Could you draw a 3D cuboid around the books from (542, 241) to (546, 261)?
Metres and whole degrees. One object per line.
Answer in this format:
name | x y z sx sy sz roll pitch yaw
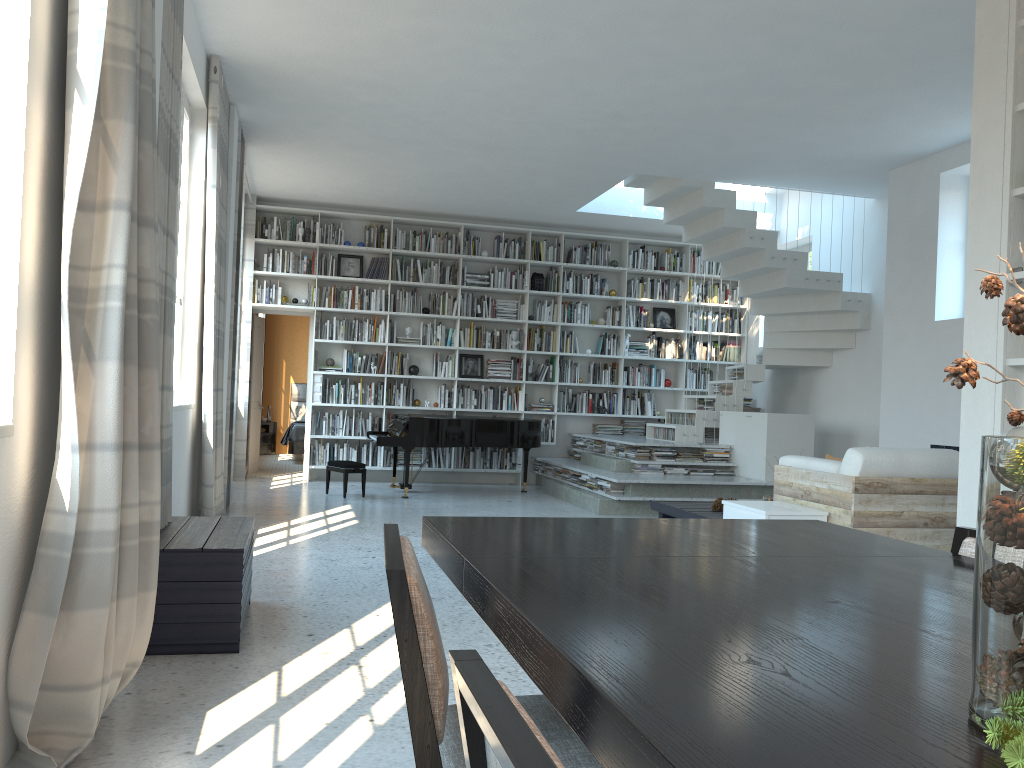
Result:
books | 0.383 -1.631 11.043 0.030 0.274 0.151 2 -1 -14

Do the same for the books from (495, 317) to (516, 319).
books | -0.090 -0.811 10.925 0.254 0.012 0.161 3 -1 -11

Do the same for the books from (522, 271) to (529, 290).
books | 0.154 -1.257 10.913 0.037 0.237 0.272 2 -1 -14

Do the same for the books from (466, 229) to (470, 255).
books | -0.544 -1.706 10.819 0.014 0.341 0.145 2 -1 -14

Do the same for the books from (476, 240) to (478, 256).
books | -0.444 -1.641 10.832 0.016 0.219 0.144 2 -1 -14

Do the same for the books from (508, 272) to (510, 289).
books | -0.057 -1.258 10.916 0.023 0.223 0.190 2 -1 -14

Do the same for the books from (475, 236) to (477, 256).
books | -0.458 -1.664 10.833 0.013 0.264 0.147 2 -1 -14

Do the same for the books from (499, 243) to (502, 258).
books | -0.157 -1.622 10.915 0.031 0.208 0.146 2 -1 -14

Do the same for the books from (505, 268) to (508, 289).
books | -0.081 -1.282 10.919 0.023 0.269 0.185 2 -1 -14

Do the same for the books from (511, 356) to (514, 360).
books | 0.003 -0.189 10.971 0.011 0.299 0.130 2 -1 -14

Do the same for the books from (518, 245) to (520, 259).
books | 0.074 -1.610 10.974 0.014 0.204 0.135 2 -1 -14

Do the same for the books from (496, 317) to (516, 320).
books | -0.090 -0.799 10.923 0.254 0.012 0.161 3 -1 -18

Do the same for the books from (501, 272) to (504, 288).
books | -0.135 -1.259 10.907 0.028 0.219 0.183 2 -1 -14

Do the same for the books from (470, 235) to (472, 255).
books | -0.508 -1.667 10.807 0.011 0.265 0.163 2 -1 -14

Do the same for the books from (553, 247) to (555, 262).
books | 0.494 -1.590 11.067 0.025 0.203 0.162 2 -1 -14

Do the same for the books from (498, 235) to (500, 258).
books | -0.172 -1.667 10.899 0.011 0.296 0.157 2 -1 -14

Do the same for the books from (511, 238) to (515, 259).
books | 0.011 -1.646 10.926 0.010 0.270 0.180 2 -1 -14

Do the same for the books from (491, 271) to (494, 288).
books | -0.245 -1.266 10.905 0.024 0.223 0.128 2 -1 -14

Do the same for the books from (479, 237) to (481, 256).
books | -0.404 -1.658 10.842 0.011 0.256 0.143 2 -1 -14

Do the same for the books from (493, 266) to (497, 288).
books | -0.217 -1.296 10.870 0.011 0.284 0.190 2 -1 -14

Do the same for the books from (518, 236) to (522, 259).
books | 0.090 -1.661 10.971 0.012 0.308 0.138 2 -1 -14

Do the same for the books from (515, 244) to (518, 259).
books | 0.039 -1.611 10.926 0.023 0.202 0.193 2 -1 -14

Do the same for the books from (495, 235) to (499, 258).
books | -0.192 -1.666 10.886 0.014 0.292 0.176 2 -1 -14

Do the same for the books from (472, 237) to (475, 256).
books | -0.472 -1.657 10.836 0.014 0.248 0.139 2 -1 -14

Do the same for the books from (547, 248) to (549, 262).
books | 0.421 -1.582 11.032 0.022 0.180 0.173 2 -1 -14

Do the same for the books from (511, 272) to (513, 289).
books | -0.021 -1.260 10.931 0.012 0.230 0.158 2 -1 -14

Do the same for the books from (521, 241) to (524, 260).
books | 0.110 -1.628 10.968 0.028 0.244 0.161 2 -1 -14

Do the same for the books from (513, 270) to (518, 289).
books | 0.030 -1.267 10.938 0.032 0.248 0.173 2 -1 -14

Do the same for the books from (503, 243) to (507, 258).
books | -0.104 -1.622 10.910 0.050 0.211 0.173 2 -1 -14

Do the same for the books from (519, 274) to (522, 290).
books | 0.086 -1.241 10.954 0.029 0.202 0.191 2 -1 -14

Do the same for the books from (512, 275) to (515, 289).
books | -0.001 -1.238 10.932 0.029 0.188 0.176 2 -1 -14

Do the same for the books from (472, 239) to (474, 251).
books | -0.485 -1.649 10.846 0.006 0.233 0.136 2 -1 -14

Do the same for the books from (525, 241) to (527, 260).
books | 0.159 -1.632 10.988 0.022 0.257 0.136 2 -1 -14

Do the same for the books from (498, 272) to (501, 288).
books | -0.173 -1.260 10.895 0.027 0.216 0.190 2 -1 -14

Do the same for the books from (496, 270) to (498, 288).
books | -0.206 -1.272 10.889 0.021 0.237 0.171 2 -1 -14

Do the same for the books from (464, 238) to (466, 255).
books | -0.589 -1.652 10.808 0.023 0.228 0.157 2 -1 -14

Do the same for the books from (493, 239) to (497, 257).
books | -0.210 -1.643 10.900 0.012 0.245 0.151 2 -1 -14

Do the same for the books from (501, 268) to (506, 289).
books | -0.111 -1.285 10.933 0.029 0.273 0.140 2 -1 -14

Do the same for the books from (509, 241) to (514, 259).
books | -0.009 -1.630 10.937 0.023 0.236 0.154 2 -1 -14

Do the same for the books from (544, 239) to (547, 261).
books | 0.407 -1.642 11.031 0.010 0.297 0.167 2 -1 -14

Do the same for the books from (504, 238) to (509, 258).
books | -0.069 -1.649 10.937 0.028 0.270 0.140 2 -1 -14

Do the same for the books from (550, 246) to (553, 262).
books | 0.472 -1.597 11.041 0.031 0.213 0.169 2 -1 -14

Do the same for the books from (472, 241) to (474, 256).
books | -0.496 -1.632 10.823 0.023 0.195 0.172 2 -1 -14

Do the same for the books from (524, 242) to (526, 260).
books | 0.143 -1.624 10.977 0.014 0.239 0.153 2 -1 -14

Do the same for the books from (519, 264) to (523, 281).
books | 0.107 -1.306 10.968 0.012 0.334 0.155 2 -1 -14

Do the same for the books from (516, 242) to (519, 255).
books | 0.053 -1.625 10.975 0.026 0.233 0.137 2 -1 -14

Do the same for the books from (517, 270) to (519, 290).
books | 0.056 -1.272 10.961 0.029 0.261 0.133 2 -1 -14

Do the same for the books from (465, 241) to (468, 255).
books | -0.563 -1.634 10.801 0.026 0.194 0.166 2 -1 -14

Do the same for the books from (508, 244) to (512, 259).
books | -0.036 -1.614 10.925 0.033 0.203 0.166 2 -1 -14

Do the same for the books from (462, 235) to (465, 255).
books | -0.608 -1.666 10.784 0.026 0.253 0.185 2 -1 -14

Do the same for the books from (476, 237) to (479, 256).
books | -0.433 -1.659 10.832 0.005 0.255 0.168 2 -1 -14

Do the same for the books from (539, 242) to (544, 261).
books | 0.347 -1.623 11.013 0.054 0.254 0.191 2 -1 -14

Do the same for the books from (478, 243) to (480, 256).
books | -0.417 -1.623 10.846 0.010 0.186 0.152 2 -1 -14

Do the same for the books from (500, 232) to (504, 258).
books | -0.129 -1.683 10.899 0.010 0.331 0.186 2 -1 -14

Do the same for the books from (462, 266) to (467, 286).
books | -0.585 -1.295 10.782 0.021 0.249 0.191 2 -1 -14

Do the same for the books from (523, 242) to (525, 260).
books | 0.128 -1.627 10.983 0.014 0.244 0.145 2 -1 -14

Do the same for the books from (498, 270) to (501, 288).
books | -0.156 -1.273 10.911 0.012 0.244 0.131 2 -1 -14

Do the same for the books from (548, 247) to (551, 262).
books | 0.444 -1.592 11.038 0.024 0.201 0.180 2 -1 -14
